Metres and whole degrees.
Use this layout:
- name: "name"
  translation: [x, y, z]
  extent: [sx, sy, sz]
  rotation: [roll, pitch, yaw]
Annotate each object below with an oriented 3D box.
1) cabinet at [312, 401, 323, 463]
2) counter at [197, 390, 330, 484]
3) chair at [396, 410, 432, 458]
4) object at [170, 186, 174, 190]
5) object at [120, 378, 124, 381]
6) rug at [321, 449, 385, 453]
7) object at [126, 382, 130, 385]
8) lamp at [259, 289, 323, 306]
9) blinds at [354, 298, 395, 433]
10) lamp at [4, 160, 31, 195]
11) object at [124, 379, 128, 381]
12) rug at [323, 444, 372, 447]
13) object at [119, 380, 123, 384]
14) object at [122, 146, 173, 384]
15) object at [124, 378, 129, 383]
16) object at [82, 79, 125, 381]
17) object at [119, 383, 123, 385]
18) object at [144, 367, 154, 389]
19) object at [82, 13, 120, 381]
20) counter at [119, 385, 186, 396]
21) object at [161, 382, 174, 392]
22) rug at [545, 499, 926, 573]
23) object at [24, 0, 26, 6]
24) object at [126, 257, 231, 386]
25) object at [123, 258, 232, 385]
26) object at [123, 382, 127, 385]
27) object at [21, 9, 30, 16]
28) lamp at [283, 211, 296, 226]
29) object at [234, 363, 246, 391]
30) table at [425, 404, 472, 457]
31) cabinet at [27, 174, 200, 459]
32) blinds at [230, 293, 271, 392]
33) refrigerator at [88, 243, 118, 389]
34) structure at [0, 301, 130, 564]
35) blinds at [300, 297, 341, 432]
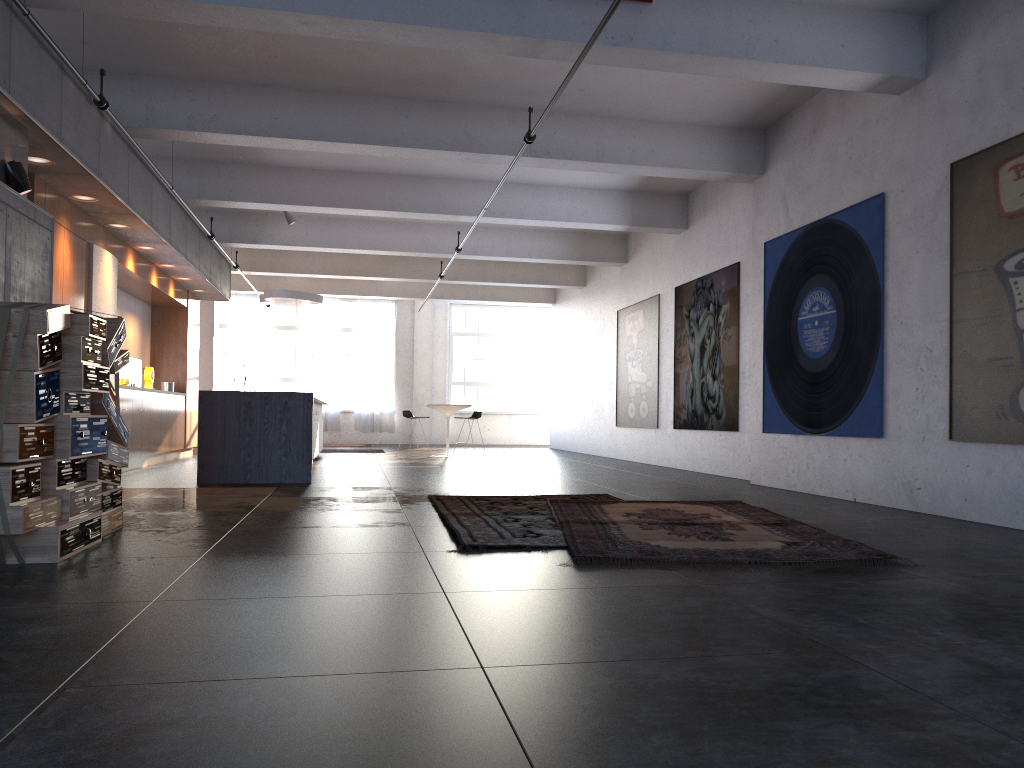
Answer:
- name: "cabinet"
  translation: [-3.346, 0.732, 13.093]
  extent: [0.930, 0.929, 5.604]
  rotation: [1, -2, -10]
- name: "counter"
  translation: [-3.250, 0.680, 12.494]
  extent: [1.151, 0.970, 6.604]
  rotation: [1, -2, -10]
- name: "chair"
  translation: [-1.728, 0.918, 15.682]
  extent: [0.515, 0.895, 0.454]
  rotation: [2, -2, -34]
- name: "object"
  translation: [-5.316, -0.009, 12.069]
  extent: [0.052, 0.053, 0.062]
  rotation: [1, -2, -4]
- name: "object"
  translation: [-3.929, -1.278, 7.371]
  extent: [0.059, 2.163, 9.789]
  rotation: [1, -2, -16]
- name: "rug"
  translation: [-4.063, 1.345, 17.963]
  extent: [2.909, 0.029, 1.840]
  rotation: [1, -2, -12]
- name: "object"
  translation: [-5.637, -1.320, 6.232]
  extent: [0.062, 2.209, 11.843]
  rotation: [1, -2, 4]
- name: "lamp"
  translation: [-3.889, -1.467, 15.161]
  extent: [1.058, 0.130, 1.028]
  rotation: [-1, -3, 35]
- name: "blinds"
  translation: [-3.530, -0.603, 22.903]
  extent: [1.039, 3.749, 0.339]
  rotation: [1, -1, -14]
- name: "lamp"
  translation: [-3.335, -1.366, 5.923]
  extent: [0.216, 0.258, 0.168]
  rotation: [2, -2, -30]
- name: "object"
  translation: [-4.161, -1.207, 8.844]
  extent: [0.054, 2.168, 6.781]
  rotation: [1, -2, -18]
- name: "rug"
  translation: [-5.009, 1.481, 21.508]
  extent: [3.158, 0.009, 1.800]
  rotation: [1, -2, -12]
- name: "object"
  translation: [-4.298, -1.185, 9.432]
  extent: [0.057, 2.189, 5.557]
  rotation: [1, -2, -21]
- name: "object"
  translation: [-5.273, -0.013, 12.034]
  extent: [0.050, 0.053, 0.065]
  rotation: [0, -2, 27]
- name: "object"
  translation: [-5.248, -0.049, 12.063]
  extent: [0.057, 0.060, 0.053]
  rotation: [0, -2, 12]
- name: "object"
  translation: [-5.297, -0.053, 12.081]
  extent: [0.064, 0.051, 0.052]
  rotation: [1, -2, -19]
- name: "object"
  translation: [-5.276, 0.018, 11.954]
  extent: [0.053, 0.053, 0.061]
  rotation: [2, -2, -29]
- name: "object"
  translation: [-5.448, -0.068, 13.317]
  extent: [0.100, 0.381, 0.272]
  rotation: [1, -1, -10]
- name: "object"
  translation: [-5.318, -0.060, 11.945]
  extent: [0.058, 0.059, 0.051]
  rotation: [0, -2, 23]
- name: "counter"
  translation: [-5.654, 0.080, 11.928]
  extent: [1.621, 0.039, 4.425]
  rotation: [1, -2, -10]
- name: "object"
  translation: [-5.428, 0.057, 13.964]
  extent: [0.187, 0.170, 0.194]
  rotation: [-1, -2, 38]
- name: "rug"
  translation: [1.137, 0.934, 5.915]
  extent: [1.879, 0.048, 3.519]
  rotation: [1, -2, -1]
- name: "object"
  translation: [-5.368, -0.046, 11.989]
  extent: [0.062, 0.053, 0.052]
  rotation: [-1, -2, 37]
- name: "object"
  translation: [-4.996, -1.031, 13.418]
  extent: [0.057, 2.308, 2.935]
  rotation: [1, -2, 9]
- name: "object"
  translation: [-5.765, 0.247, 5.513]
  extent: [0.949, 1.214, 13.188]
  rotation: [1, -2, 1]
- name: "object"
  translation: [-4.555, -1.126, 11.045]
  extent: [0.054, 2.227, 2.365]
  rotation: [1, -2, -35]
- name: "object"
  translation: [-5.346, 0.002, 12.005]
  extent: [0.061, 0.053, 0.052]
  rotation: [0, -2, 32]
- name: "lamp"
  translation: [-3.438, -2.591, 13.668]
  extent: [0.226, 0.286, 0.129]
  rotation: [1, -1, -28]
- name: "object"
  translation: [-6.273, 0.469, 20.250]
  extent: [1.190, 1.918, 1.047]
  rotation: [1, -1, -11]
- name: "table"
  translation: [-1.168, 0.853, 16.133]
  extent: [0.835, 0.951, 0.822]
  rotation: [1, -2, -11]
- name: "cabinet"
  translation: [-5.894, -0.371, 11.126]
  extent: [2.399, 2.561, 8.043]
  rotation: [1, -2, -10]
- name: "blinds"
  translation: [-6.555, -0.648, 22.243]
  extent: [1.041, 3.673, 0.358]
  rotation: [1, -1, -13]
- name: "refrigerator"
  translation: [-4.429, -0.320, 9.435]
  extent: [0.222, 2.190, 0.947]
  rotation: [1, -1, -13]
- name: "structure"
  translation: [-2.543, 0.219, 4.851]
  extent: [0.643, 1.314, 1.898]
  rotation: [1, -2, -10]
- name: "blinds"
  translation: [-4.879, -0.625, 22.602]
  extent: [1.047, 3.696, 0.335]
  rotation: [1, -1, -15]
